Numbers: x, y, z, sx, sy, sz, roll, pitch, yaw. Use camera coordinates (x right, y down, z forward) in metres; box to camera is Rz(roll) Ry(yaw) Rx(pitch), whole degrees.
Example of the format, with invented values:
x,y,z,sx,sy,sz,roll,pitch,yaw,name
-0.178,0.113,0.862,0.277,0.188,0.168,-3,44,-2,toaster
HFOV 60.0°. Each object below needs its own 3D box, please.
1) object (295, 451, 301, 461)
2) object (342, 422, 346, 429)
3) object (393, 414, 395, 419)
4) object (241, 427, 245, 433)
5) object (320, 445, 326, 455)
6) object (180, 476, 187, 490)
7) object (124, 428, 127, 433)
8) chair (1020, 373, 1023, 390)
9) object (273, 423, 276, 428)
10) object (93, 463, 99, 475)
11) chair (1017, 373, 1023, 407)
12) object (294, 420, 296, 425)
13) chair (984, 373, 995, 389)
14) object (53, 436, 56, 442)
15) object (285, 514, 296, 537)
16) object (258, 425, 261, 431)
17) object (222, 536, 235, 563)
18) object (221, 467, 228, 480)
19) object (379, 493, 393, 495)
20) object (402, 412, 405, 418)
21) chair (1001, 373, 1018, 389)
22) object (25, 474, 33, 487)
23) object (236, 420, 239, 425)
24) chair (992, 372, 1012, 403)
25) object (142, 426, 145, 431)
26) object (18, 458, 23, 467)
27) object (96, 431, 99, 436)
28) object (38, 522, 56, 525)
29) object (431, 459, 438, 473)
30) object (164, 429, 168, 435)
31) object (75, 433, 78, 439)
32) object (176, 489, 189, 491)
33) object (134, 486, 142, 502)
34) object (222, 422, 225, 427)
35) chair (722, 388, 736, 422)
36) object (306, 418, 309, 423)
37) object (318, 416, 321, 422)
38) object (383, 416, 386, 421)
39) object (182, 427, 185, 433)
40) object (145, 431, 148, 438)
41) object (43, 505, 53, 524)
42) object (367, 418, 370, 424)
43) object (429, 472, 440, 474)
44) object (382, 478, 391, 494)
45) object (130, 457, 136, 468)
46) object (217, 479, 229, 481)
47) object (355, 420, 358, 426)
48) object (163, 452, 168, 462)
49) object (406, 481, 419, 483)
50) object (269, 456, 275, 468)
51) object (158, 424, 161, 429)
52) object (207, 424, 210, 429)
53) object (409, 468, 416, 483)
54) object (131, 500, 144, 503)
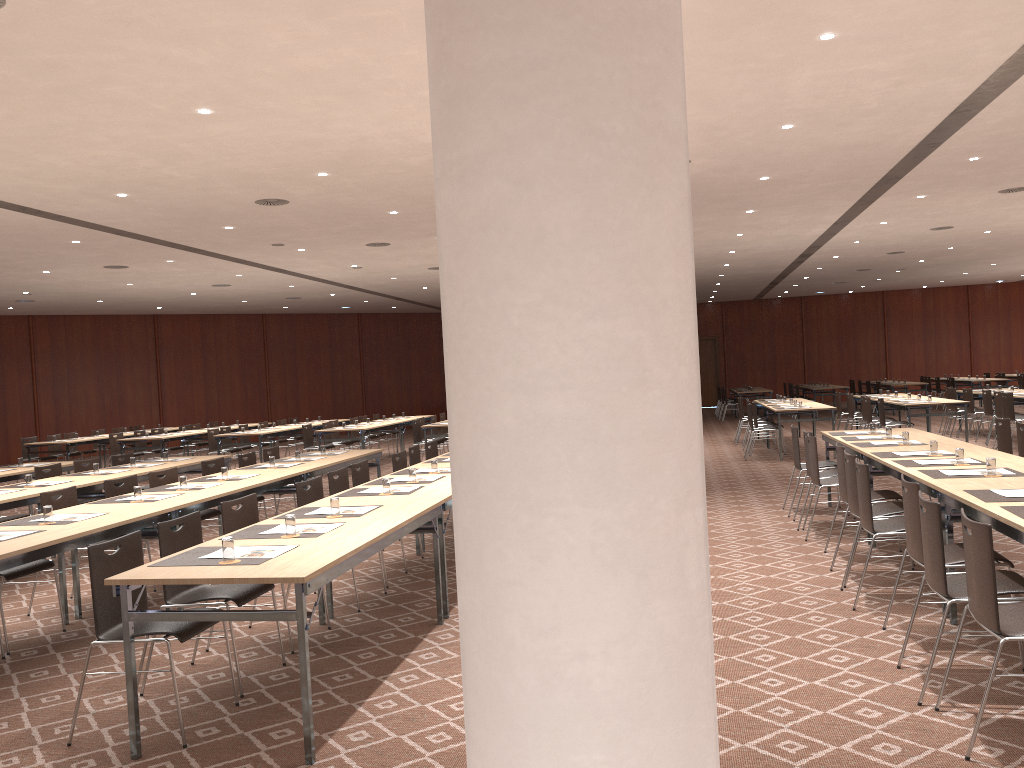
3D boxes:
x,y,z,sx,sy,sz,roll,pitch,yaw,name
-2.328,0.783,9.643,0.054,0.114,0.054,-2,1,45,object
-3.082,0.761,16.261,0.054,0.114,0.054,-3,1,0,object
-2.544,0.704,19.125,0.054,0.114,0.054,-4,1,-23,object
-5.044,0.864,16.634,0.054,0.114,0.054,-3,1,0,object
-2.192,0.769,10.285,0.054,0.114,0.054,-4,1,-23,object
-2.750,0.827,7.420,0.054,0.114,0.054,-2,1,45,object
-8.551,1.028,19.627,0.054,0.114,0.054,-4,1,-23,object
14.121,0.168,24.140,0.614,0.939,0.535,-3,1,8,chair
-4.802,0.839,17.911,0.054,0.114,0.054,-3,1,0,object
-4.405,0.899,9.391,0.054,0.114,0.054,-2,1,45,object
14.375,0.148,24.739,0.614,0.939,0.535,-3,1,9,chair
-4.618,0.820,18.867,0.054,0.114,0.054,-4,1,-23,object
14.686,0.109,27.092,0.614,0.939,0.535,-3,1,9,chair
-8.973,1.072,17.394,0.054,0.114,0.054,-3,1,0,object
-1.202,0.767,4.815,0.054,0.114,0.054,-2,1,45,object
-4.922,0.852,17.272,0.054,0.114,0.054,-3,1,0,object
-1.339,0.781,4.185,0.054,0.114,0.054,-4,1,-23,object
-2.614,0.813,8.067,0.054,0.114,0.054,-2,1,45,object
-0.909,0.793,6.401,0.102,0.001,0.102,-3,1,-23,object
-2.421,0.691,19.758,0.054,0.114,0.054,-4,1,-23,object
14.422,0.136,25.708,0.614,0.940,0.535,-3,1,12,chair
-4.596,0.918,8.439,0.054,0.114,0.054,-2,1,45,object
-6.346,0.899,20.517,0.054,0.114,0.054,-4,1,-23,object
14.687,0.115,26.391,0.614,0.939,0.535,-3,1,12,chair
-8.426,1.015,20.271,0.054,0.114,0.054,-4,1,-23,object
-6.124,0.977,11.050,0.054,0.114,0.054,-4,1,-23,object
-8.726,1.046,18.675,0.054,0.114,0.054,-3,1,0,object
-3.056,0.916,5.831,0.102,0.001,0.102,-3,1,0,object
-0.671,0.711,7.684,0.054,0.114,0.054,-4,1,-23,object
-6.893,0.956,17.665,0.054,0.114,0.054,-3,1,0,object
-8.858,1.060,18.043,0.054,0.114,0.054,-3,1,0,object
-2.754,0.885,7.413,0.102,0.001,0.102,-3,1,0,object
-2.861,0.839,6.781,0.054,0.114,0.054,-2,1,45,object
-6.471,0.912,19.881,0.054,0.114,0.054,-4,1,-23,object
6.236,0.590,25.092,0.614,0.939,0.535,-3,1,12,chair
-4.501,0.807,19.496,0.054,0.114,0.054,-4,1,-23,object
-4.373,0.794,20.133,0.054,0.114,0.054,-4,1,-23,object
-2.666,0.717,18.486,0.054,0.114,0.054,-4,1,-23,object
-6.769,0.943,18.292,0.054,0.114,0.054,-3,1,0,object
-7.005,0.968,17.010,0.054,0.114,0.054,-3,1,0,object
-3.051,0.859,5.832,0.054,0.114,0.054,-2,1,45,object
-2.841,0.735,17.538,0.054,0.114,0.054,-3,1,0,object
-0.671,0.768,7.668,0.102,0.001,0.102,-3,1,-23,object
-0.906,0.736,6.410,0.054,0.114,0.054,-4,1,-23,object
-4.284,0.886,10.023,0.054,0.114,0.054,-2,1,45,object
-2.623,0.871,8.055,0.102,0.001,0.102,-3,1,0,object
-2.959,0.748,16.890,0.054,0.114,0.054,-3,1,0,object
-4.168,0.873,10.671,0.054,0.114,0.054,-4,1,-23,object
-0.789,0.781,7.048,0.102,0.001,0.102,-3,1,-23,object
-2.438,0.794,9.017,0.054,0.114,0.054,-2,1,45,object
-8.310,1.002,20.903,0.054,0.114,0.054,-4,1,-23,object
-6.590,0.924,19.238,0.054,0.114,0.054,-4,1,-23,object
-0.789,0.723,7.039,0.054,0.114,0.054,-4,1,-23,object
-2.862,0.897,6.770,0.102,0.001,0.102,-3,1,0,object
